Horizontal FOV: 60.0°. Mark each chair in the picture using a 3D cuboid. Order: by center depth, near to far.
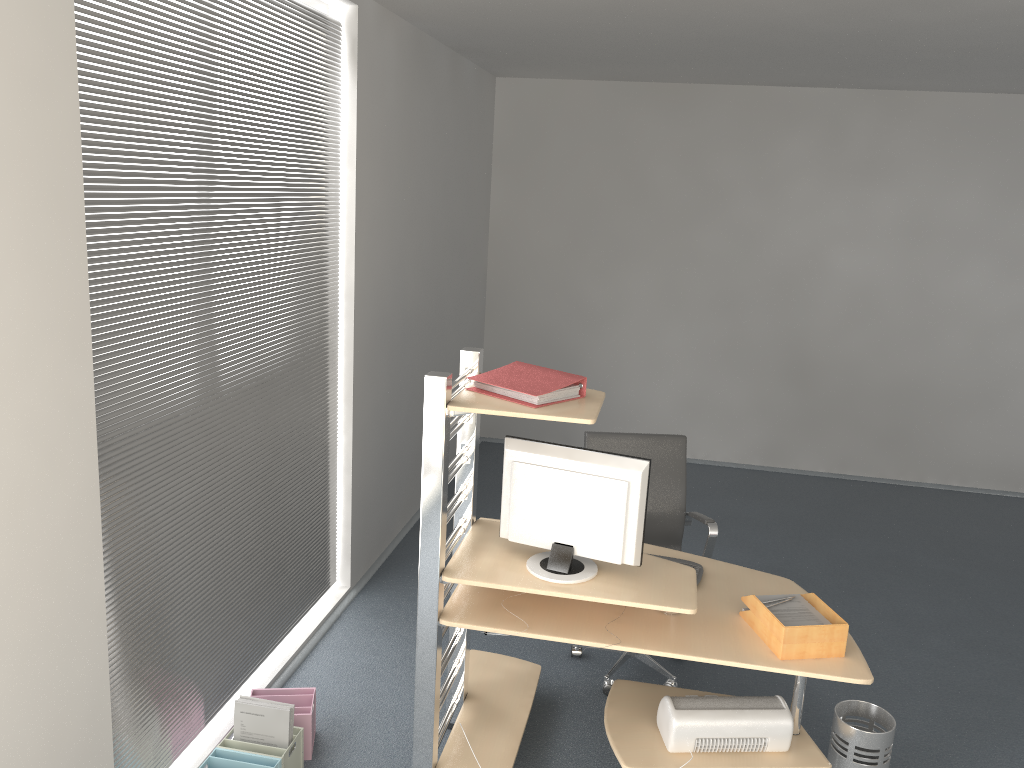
[{"bbox_3d":[0.578,0.812,4.032,0.584,1.048,0.652,2,13,-4],"label":"chair"}]

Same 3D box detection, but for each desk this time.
[{"bbox_3d":[0.492,0.704,3.309,1.469,1.566,0.967,5,13,10],"label":"desk"}]

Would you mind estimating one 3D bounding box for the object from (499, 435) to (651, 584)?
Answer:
[{"bbox_3d":[0.174,0.428,3.008,0.516,0.418,0.245,11,15,31],"label":"object"}]

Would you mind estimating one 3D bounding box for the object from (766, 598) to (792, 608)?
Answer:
[{"bbox_3d":[0.914,0.755,3.054,0.159,0.009,0.008,-6,15,-34],"label":"object"}]

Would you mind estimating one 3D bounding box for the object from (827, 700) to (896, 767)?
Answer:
[{"bbox_3d":[1.262,1.379,3.236,0.208,0.377,0.208,-6,16,-35],"label":"object"}]

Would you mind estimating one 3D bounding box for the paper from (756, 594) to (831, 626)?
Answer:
[{"bbox_3d":[0.942,0.781,2.985,0.210,0.010,0.297,1,13,-11],"label":"paper"}]

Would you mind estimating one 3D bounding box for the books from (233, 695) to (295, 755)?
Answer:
[{"bbox_3d":[-0.896,1.291,3.195,0.220,0.306,0.068,5,13,10],"label":"books"}]

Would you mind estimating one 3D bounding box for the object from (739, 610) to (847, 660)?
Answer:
[{"bbox_3d":[0.941,0.819,2.992,0.225,0.060,0.309,1,13,-11],"label":"object"}]

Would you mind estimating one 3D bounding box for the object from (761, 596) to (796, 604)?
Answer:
[{"bbox_3d":[0.926,0.749,3.081,0.159,0.009,0.008,-3,14,-26],"label":"object"}]

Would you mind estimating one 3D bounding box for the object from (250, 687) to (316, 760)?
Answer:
[{"bbox_3d":[-0.888,1.314,3.417,0.245,0.202,0.185,1,13,-8],"label":"object"}]

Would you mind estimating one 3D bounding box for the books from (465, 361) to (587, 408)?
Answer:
[{"bbox_3d":[0.047,-0.004,3.021,0.320,0.072,0.262,14,17,41],"label":"books"}]

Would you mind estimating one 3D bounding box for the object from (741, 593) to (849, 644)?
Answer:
[{"bbox_3d":[0.944,0.764,2.980,0.225,0.060,0.309,1,13,-11],"label":"object"}]

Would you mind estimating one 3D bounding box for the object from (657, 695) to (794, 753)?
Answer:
[{"bbox_3d":[0.743,1.169,3.211,0.438,0.162,0.351,2,13,-6],"label":"object"}]

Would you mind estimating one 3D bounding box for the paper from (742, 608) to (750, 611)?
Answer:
[{"bbox_3d":[0.940,0.831,2.996,0.210,0.019,0.297,1,13,-11],"label":"paper"}]

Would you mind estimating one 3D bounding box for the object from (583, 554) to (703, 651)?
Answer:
[{"bbox_3d":[0.415,0.783,3.219,0.478,0.082,0.814,7,13,17],"label":"object"}]

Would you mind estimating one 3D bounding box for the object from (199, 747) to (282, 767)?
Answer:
[{"bbox_3d":[-0.938,1.401,3.018,0.245,0.202,0.185,5,13,10],"label":"object"}]

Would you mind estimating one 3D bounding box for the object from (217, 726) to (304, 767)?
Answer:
[{"bbox_3d":[-0.903,1.363,3.196,0.245,0.202,0.185,5,13,10],"label":"object"}]

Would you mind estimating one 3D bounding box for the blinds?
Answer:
[{"bbox_3d":[-1.041,-0.115,3.426,0.022,2.770,1.950,5,13,10],"label":"blinds"}]
